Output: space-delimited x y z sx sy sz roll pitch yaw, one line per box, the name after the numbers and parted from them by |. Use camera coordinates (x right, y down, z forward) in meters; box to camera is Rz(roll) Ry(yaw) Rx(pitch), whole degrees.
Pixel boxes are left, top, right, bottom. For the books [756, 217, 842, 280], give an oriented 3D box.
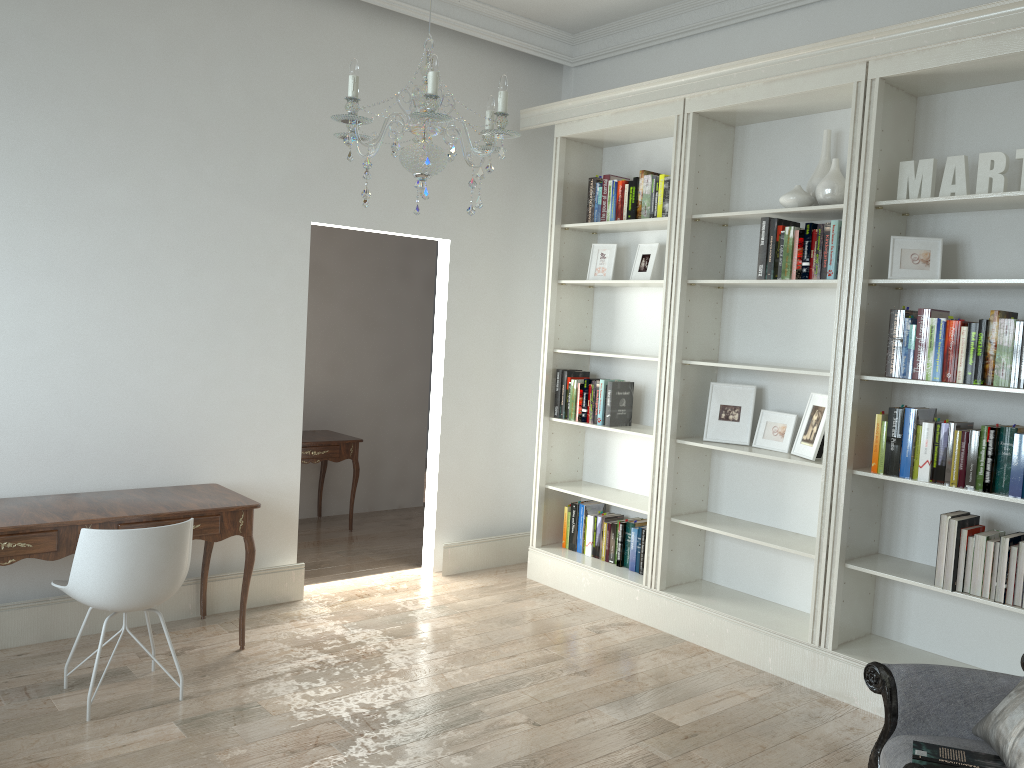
1.385 -0.616 4.059 0.205 0.291 0.465 0 5 -40 | books

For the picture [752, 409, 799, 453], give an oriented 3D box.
1.310 0.231 4.359 0.124 0.192 0.206 0 5 -40 | picture

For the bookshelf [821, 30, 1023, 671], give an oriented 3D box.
1.878 -0.051 3.547 0.399 2.523 0.972 0 5 -40 | bookshelf

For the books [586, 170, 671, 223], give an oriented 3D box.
0.731 -1.050 5.028 0.201 0.301 0.691 0 5 -39 | books

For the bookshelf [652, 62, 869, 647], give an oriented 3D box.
1.258 -0.136 4.291 0.399 2.523 0.972 0 5 -40 | bookshelf

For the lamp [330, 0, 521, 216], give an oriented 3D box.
-0.218 -1.826 2.744 0.648 2.542 0.577 5 4 20 | lamp

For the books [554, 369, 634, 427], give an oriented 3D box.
0.482 0.076 5.197 0.205 0.291 0.465 0 5 -40 | books

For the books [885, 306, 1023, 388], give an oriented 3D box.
1.867 -0.150 3.525 0.201 0.301 0.691 0 5 -39 | books

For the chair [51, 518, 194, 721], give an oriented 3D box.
-1.500 0.857 3.440 0.478 0.715 0.514 0 5 -40 | chair

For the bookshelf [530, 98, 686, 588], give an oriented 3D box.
0.639 -0.221 5.035 0.399 2.523 0.972 0 5 -40 | bookshelf

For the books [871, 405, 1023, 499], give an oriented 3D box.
1.852 0.261 3.535 0.207 0.302 0.762 0 5 -39 | books

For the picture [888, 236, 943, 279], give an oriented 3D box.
1.700 -0.526 3.750 0.206 0.192 0.124 4 4 15 | picture

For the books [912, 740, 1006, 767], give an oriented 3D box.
1.167 1.007 2.316 0.224 0.046 0.304 5 4 25 | books

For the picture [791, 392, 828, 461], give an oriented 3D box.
1.408 0.194 4.107 0.124 0.300 0.202 3 4 -10 | picture

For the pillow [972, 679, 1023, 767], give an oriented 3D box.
1.381 0.910 2.294 0.210 0.263 0.547 4 4 11 | pillow

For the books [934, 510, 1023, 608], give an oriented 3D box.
1.908 0.685 3.422 0.205 0.291 0.465 0 5 -40 | books

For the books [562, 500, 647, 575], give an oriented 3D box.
0.627 0.873 5.124 0.207 0.302 0.762 0 5 -39 | books

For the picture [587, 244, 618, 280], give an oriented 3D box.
0.531 -0.709 5.197 0.153 0.228 0.094 5 4 25 | picture

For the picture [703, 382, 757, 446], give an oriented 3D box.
1.116 0.149 4.527 0.231 0.300 0.127 5 4 25 | picture

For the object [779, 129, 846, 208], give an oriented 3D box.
1.445 -0.994 4.110 0.319 0.397 0.316 6 5 39 | object

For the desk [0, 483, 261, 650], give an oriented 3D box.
-1.852 0.842 3.719 1.443 0.668 0.555 0 5 -40 | desk

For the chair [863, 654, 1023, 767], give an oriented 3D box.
1.347 0.936 2.274 0.763 1.024 0.778 4 4 15 | chair

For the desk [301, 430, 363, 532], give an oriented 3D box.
-1.531 0.699 6.203 0.800 0.668 0.555 0 5 -40 | desk

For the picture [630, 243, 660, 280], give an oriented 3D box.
0.759 -0.684 5.027 0.094 0.228 0.153 0 5 -40 | picture

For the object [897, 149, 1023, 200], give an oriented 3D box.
1.908 -0.820 3.483 0.034 0.180 0.790 0 5 -40 | object
